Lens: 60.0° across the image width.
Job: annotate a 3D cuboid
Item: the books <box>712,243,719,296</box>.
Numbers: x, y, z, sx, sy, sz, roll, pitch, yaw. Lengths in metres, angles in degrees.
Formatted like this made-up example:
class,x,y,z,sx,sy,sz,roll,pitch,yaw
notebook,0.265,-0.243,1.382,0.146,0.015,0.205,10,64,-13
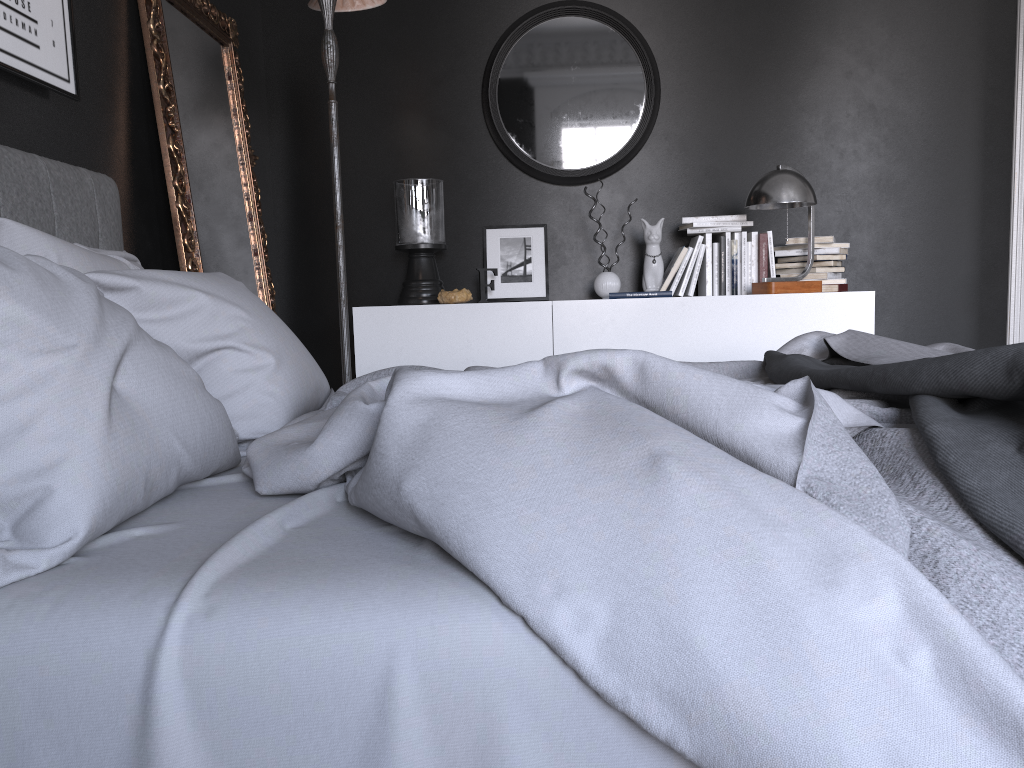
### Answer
class,x,y,z,sx,sy,sz,roll,pitch,yaw
books,1.007,-0.573,4.456,0.026,0.259,0.195,-2,6,2

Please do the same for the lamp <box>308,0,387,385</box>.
class,x,y,z,sx,sy,sz,roll,pitch,yaw
lamp,-0.641,-0.611,3.281,0.772,2.416,0.984,3,8,34

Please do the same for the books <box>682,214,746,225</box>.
class,x,y,z,sx,sy,sz,roll,pitch,yaw
books,1.013,-0.820,4.453,0.306,0.030,0.220,-1,6,12

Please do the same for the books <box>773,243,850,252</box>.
class,x,y,z,sx,sy,sz,roll,pitch,yaw
books,1.494,-0.685,4.446,0.220,0.024,0.307,-4,6,-23

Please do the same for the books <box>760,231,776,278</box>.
class,x,y,z,sx,sy,sz,roll,pitch,yaw
books,1.276,-0.604,4.444,0.050,0.309,0.219,-2,6,2

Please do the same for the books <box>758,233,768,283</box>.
class,x,y,z,sx,sy,sz,roll,pitch,yaw
books,1.233,-0.597,4.448,0.038,0.296,0.235,-2,6,2

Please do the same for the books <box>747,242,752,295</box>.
class,x,y,z,sx,sy,sz,roll,pitch,yaw
books,1.170,-0.577,4.451,0.026,0.259,0.195,-2,6,2

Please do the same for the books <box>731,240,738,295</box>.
class,x,y,z,sx,sy,sz,roll,pitch,yaw
books,1.088,-0.575,4.412,0.029,0.270,0.204,-2,6,2

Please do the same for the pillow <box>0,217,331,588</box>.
class,x,y,z,sx,sy,sz,roll,pitch,yaw
pillow,-0.840,-0.084,1.785,0.680,0.761,1.826,-2,6,1

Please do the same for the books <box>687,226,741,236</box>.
class,x,y,z,sx,sy,sz,roll,pitch,yaw
books,1.008,-0.764,4.434,0.258,0.026,0.195,-1,6,12

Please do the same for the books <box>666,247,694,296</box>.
class,x,y,z,sx,sy,sz,roll,pitch,yaw
books,0.834,-0.561,4.462,0.132,0.245,0.195,-2,6,2

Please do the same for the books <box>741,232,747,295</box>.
class,x,y,z,sx,sy,sz,roll,pitch,yaw
books,1.141,-0.600,4.448,0.024,0.308,0.219,-2,6,2

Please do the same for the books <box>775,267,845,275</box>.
class,x,y,z,sx,sy,sz,roll,pitch,yaw
books,1.490,-0.566,4.436,0.203,0.029,0.268,-5,6,-28

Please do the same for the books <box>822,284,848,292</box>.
class,x,y,z,sx,sy,sz,roll,pitch,yaw
books,1.528,-0.475,4.419,0.234,0.038,0.294,1,6,29

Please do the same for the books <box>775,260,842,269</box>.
class,x,y,z,sx,sy,sz,roll,pitch,yaw
books,1.483,-0.596,4.440,0.289,0.030,0.192,2,6,33

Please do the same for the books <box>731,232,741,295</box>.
class,x,y,z,sx,sy,sz,roll,pitch,yaw
books,1.115,-0.602,4.476,0.030,0.307,0.220,-2,6,2

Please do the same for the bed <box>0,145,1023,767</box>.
class,x,y,z,sx,sy,sz,roll,pitch,yaw
bed,0.276,0.075,1.715,3.283,1.301,2.760,-3,6,-10

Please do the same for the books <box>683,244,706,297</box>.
class,x,y,z,sx,sy,sz,roll,pitch,yaw
books,0.914,-0.569,4.459,0.091,0.257,0.195,-2,6,2

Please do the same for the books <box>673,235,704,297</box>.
class,x,y,z,sx,sy,sz,roll,pitch,yaw
books,0.881,-0.588,4.456,0.126,0.297,0.219,-2,6,2

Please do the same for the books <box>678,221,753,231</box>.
class,x,y,z,sx,sy,sz,roll,pitch,yaw
books,1.014,-0.789,4.429,0.307,0.024,0.220,-3,6,-8

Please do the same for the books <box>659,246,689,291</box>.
class,x,y,z,sx,sy,sz,roll,pitch,yaw
books,0.791,-0.558,4.433,0.158,0.247,0.202,-2,6,2

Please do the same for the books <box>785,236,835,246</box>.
class,x,y,z,sx,sy,sz,roll,pitch,yaw
books,1.485,-0.707,4.403,0.220,0.030,0.306,0,6,22

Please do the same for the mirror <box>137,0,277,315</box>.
class,x,y,z,sx,sy,sz,roll,pitch,yaw
mirror,-1.160,-0.517,3.681,0.254,2.197,0.989,-2,6,2

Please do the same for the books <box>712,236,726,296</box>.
class,x,y,z,sx,sy,sz,roll,pitch,yaw
books,1.034,-0.586,4.428,0.030,0.290,0.192,-2,6,1

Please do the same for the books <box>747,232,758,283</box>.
class,x,y,z,sx,sy,sz,roll,pitch,yaw
books,1.199,-0.604,4.474,0.030,0.307,0.220,-2,6,2

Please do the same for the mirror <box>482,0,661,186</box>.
class,x,y,z,sx,sy,sz,roll,pitch,yaw
mirror,0.305,-1.499,4.577,0.924,0.926,0.061,-2,7,2

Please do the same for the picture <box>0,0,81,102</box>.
class,x,y,z,sx,sy,sz,roll,pitch,yaw
picture,-1.307,-1.333,2.165,0.014,1.081,0.790,-2,6,2

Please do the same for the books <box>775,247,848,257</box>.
class,x,y,z,sx,sy,sz,roll,pitch,yaw
books,1.497,-0.656,4.429,0.306,0.030,0.220,2,6,31

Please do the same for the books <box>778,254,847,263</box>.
class,x,y,z,sx,sy,sz,roll,pitch,yaw
books,1.493,-0.625,4.427,0.193,0.030,0.289,-4,6,-24

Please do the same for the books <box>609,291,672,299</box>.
class,x,y,z,sx,sy,sz,roll,pitch,yaw
books,0.604,-0.419,4.180,0.289,0.030,0.192,-1,6,7

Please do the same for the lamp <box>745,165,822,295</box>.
class,x,y,z,sx,sy,sz,roll,pitch,yaw
lamp,1.260,-0.717,4.132,0.340,0.592,0.328,-4,7,-18

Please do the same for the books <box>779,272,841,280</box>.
class,x,y,z,sx,sy,sz,roll,pitch,yaw
books,1.494,-0.536,4.430,0.229,0.031,0.317,2,6,31

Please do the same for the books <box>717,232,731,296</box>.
class,x,y,z,sx,sy,sz,roll,pitch,yaw
books,1.062,-0.598,4.450,0.024,0.308,0.219,-2,6,2

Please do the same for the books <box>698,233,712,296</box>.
class,x,y,z,sx,sy,sz,roll,pitch,yaw
books,0.974,-0.598,4.480,0.030,0.307,0.220,-2,6,2

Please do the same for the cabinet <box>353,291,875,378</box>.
class,x,y,z,sx,sy,sz,roll,pitch,yaw
cabinet,0.478,0.022,4.408,2.396,0.884,0.569,-2,6,2

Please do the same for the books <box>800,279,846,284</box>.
class,x,y,z,sx,sy,sz,roll,pitch,yaw
books,1.521,-0.507,4.424,0.228,0.025,0.318,-1,6,12
